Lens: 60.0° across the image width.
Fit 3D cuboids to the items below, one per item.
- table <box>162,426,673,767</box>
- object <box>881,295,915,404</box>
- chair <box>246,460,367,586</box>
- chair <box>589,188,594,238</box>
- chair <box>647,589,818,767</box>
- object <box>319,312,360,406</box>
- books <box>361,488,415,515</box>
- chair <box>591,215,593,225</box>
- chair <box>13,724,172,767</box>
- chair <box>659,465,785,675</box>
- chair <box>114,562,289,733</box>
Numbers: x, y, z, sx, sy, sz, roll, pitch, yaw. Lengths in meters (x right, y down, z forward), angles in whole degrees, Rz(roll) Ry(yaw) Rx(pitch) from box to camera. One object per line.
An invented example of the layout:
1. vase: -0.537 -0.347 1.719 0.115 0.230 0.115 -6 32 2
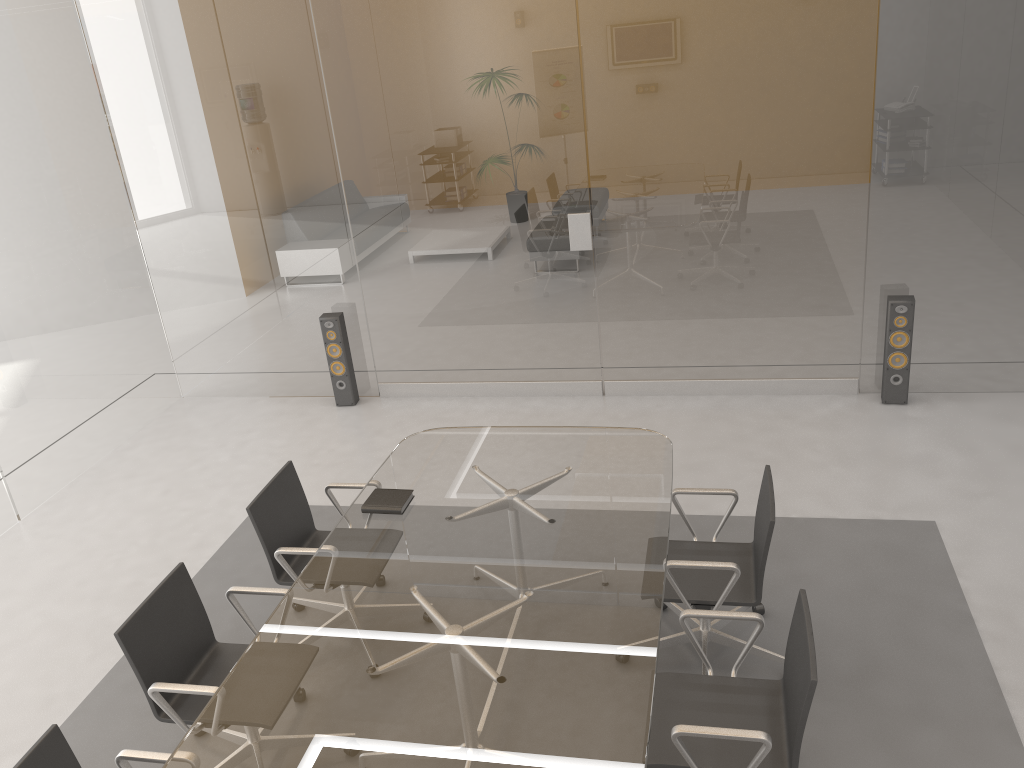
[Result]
1. table: -0.160 1.148 3.128 1.372 0.721 3.054 -1 24 14
2. object: 2.459 -0.209 5.654 0.152 0.706 0.124 2 24 18
3. chair: -0.743 0.798 4.010 0.710 0.805 0.731 -7 23 -2
4. chair: 0.866 -2.112 10.920 0.575 0.423 1.012 -1 24 14
5. chair: 0.649 1.118 2.885 0.710 0.805 0.731 -7 23 -2
6. object: -1.280 -0.175 6.571 0.152 0.706 0.124 -3 23 9
7. books: -0.528 0.501 3.781 0.183 0.032 0.164 0 24 15
8. chair: 0.544 -1.545 9.672 0.575 0.423 1.012 -1 24 14
9. chair: -1.078 1.456 2.551 0.710 0.805 0.731 -7 23 -2
10. chair: 0.754 0.787 3.636 0.710 0.805 0.731 -7 23 -2
11. chair: -0.981 1.126 3.303 0.710 0.805 0.731 -7 23 -2
